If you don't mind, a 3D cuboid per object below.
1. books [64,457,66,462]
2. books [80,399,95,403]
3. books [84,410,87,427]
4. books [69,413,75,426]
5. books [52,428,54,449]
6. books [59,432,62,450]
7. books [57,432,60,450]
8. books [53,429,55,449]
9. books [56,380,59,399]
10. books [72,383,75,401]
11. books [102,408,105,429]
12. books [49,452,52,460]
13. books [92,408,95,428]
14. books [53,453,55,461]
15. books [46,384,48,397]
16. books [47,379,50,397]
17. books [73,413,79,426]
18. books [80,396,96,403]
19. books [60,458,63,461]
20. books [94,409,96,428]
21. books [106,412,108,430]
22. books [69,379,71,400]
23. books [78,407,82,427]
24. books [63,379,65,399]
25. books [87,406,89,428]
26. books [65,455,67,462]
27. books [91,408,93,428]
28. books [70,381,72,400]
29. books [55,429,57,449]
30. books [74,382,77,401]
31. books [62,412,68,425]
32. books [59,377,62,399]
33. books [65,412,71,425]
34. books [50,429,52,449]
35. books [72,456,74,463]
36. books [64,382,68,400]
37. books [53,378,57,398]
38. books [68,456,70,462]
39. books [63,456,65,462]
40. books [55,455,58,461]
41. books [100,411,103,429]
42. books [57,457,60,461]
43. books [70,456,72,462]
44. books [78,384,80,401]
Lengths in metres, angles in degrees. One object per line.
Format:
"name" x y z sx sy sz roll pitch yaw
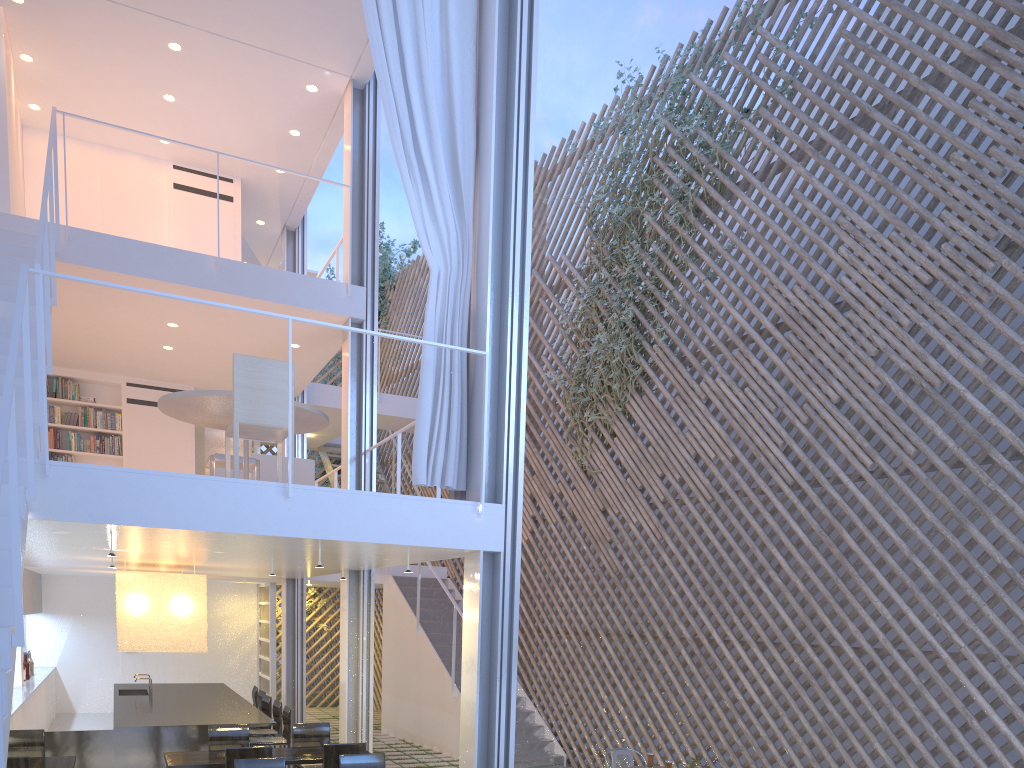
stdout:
"books" -3.072 0.574 5.661 0.005 0.128 0.095 -1 0 -26
"books" -2.931 0.130 5.684 0.095 0.020 0.064 9 -15 -25
"books" -2.462 0.591 4.135 0.030 1.624 3.636 0 -11 -17
"books" -3.027 0.252 5.663 0.040 0.101 0.063 0 1 -26
"books" -3.130 0.383 5.613 0.009 0.145 0.090 -1 2 -26
"books" -3.095 0.400 5.641 0.006 0.128 0.071 -1 2 -26
"books" -3.100 0.398 5.627 0.015 0.123 0.093 -1 0 -26
"books" -3.123 0.385 5.620 0.008 0.144 0.083 -1 2 -26
"books" -3.085 0.049 5.593 0.015 0.126 0.089 -1 0 -26
"books" -3.001 0.064 5.631 0.015 0.123 0.093 -1 0 -26
"books" -2.413 0.580 4.144 0.030 1.652 3.684 0 -11 -15
"books" -3.153 0.549 5.625 0.015 0.152 0.087 -1 2 -26
"books" -2.432 0.585 4.151 0.023 1.647 3.633 0 -11 -17
"books" -3.135 0.553 5.636 0.011 0.153 0.082 -1 3 -26
"books" -3.148 0.031 5.565 0.024 0.144 0.083 -1 2 -26
"books" -3.140 0.032 5.569 0.024 0.144 0.083 -1 2 -26
"books" -3.008 0.255 5.672 0.040 0.101 0.063 0 1 -26
"books" -2.926 0.107 5.679 0.095 0.020 0.065 7 -15 -20
"books" -3.094 0.575 5.657 0.018 0.120 0.085 -1 0 -26
"books" -2.892 0.253 5.708 0.008 0.133 0.095 -1 0 -26
"books" -2.407 0.594 4.153 0.024 1.629 3.659 0 -11 -15
"books" -3.021 0.051 5.622 0.009 0.145 0.090 -1 2 -26
"books" -2.978 0.237 5.675 0.015 0.142 0.078 -1 2 -26
"books" -3.053 0.048 5.607 0.010 0.140 0.089 -1 1 -26
"books" -2.933 0.239 5.694 0.011 0.153 0.082 -1 3 -26
"books" -3.066 0.567 5.666 0.009 0.145 0.090 -1 2 -26
"books" -2.442 0.585 4.146 0.024 1.643 3.636 0 -11 -17
"books" -3.011 0.057 5.624 0.008 0.133 0.095 -1 0 -26
"books" -3.113 0.386 5.623 0.011 0.144 0.086 -1 2 -26
"books" -2.987 0.064 5.637 0.015 0.128 0.095 -1 0 -26
"books" -3.067 0.245 5.645 0.040 0.101 0.063 0 1 -26
"books" -3.071 0.039 5.599 0.015 0.152 0.087 -1 2 -26
"books" -3.046 0.248 5.652 0.040 0.101 0.063 0 1 -26
"books" -3.139 0.384 5.610 0.010 0.140 0.089 -1 1 -26
"books" -3.029 0.575 5.687 0.020 0.145 0.083 -1 2 -26
"books" -3.041 0.060 5.617 0.018 0.120 0.085 -1 0 -26
"books" -3.105 0.039 5.588 0.027 0.142 0.078 -1 2 -26
"books" -3.051 0.572 5.674 0.010 0.140 0.089 -1 1 -26
"books" -3.079 0.570 5.658 0.008 0.133 0.095 -1 0 -26
"books" -3.124 0.561 5.645 0.015 0.142 0.078 -1 2 -26
"books" -2.396 0.562 4.143 0.029 1.565 3.685 0 -11 -16
"books" -3.108 0.570 5.646 0.015 0.123 0.093 -1 0 -26
"books" -3.042 0.572 5.680 0.011 0.144 0.086 -1 2 -26
"books" -2.976 0.069 5.655 0.006 0.128 0.071 -1 2 -26
